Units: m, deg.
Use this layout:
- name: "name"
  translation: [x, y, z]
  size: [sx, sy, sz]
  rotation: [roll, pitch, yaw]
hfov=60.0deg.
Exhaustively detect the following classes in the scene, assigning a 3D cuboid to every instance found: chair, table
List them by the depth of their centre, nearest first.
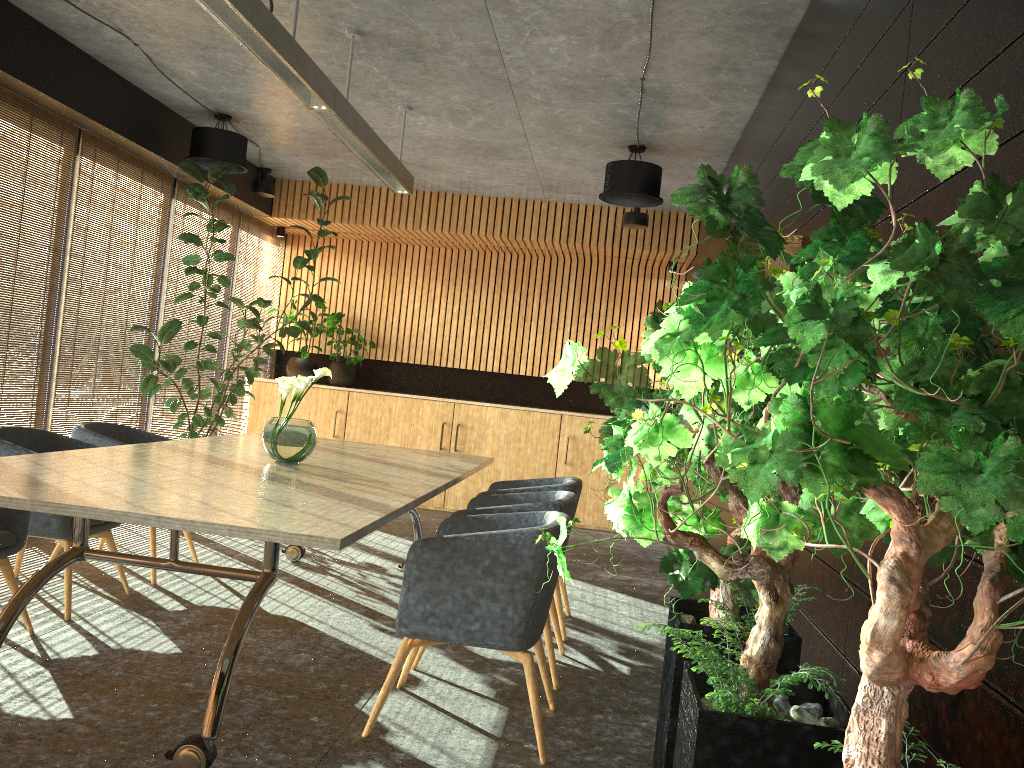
- name: "chair"
  translation: [-0.152, 1.003, 3.863]
  size: [0.761, 0.944, 0.706]
  rotation: [6, 0, 6]
- name: "chair"
  translation: [-2.724, 0.730, 4.139]
  size: [0.761, 0.944, 0.706]
  rotation: [6, 0, 6]
- name: "chair"
  translation: [-0.058, 1.018, 4.757]
  size: [0.761, 0.944, 0.706]
  rotation: [6, 0, 6]
- name: "table"
  translation: [-1.287, 0.895, 4.889]
  size: [1.816, 0.927, 3.932]
  rotation: [6, 0, 6]
- name: "chair"
  translation: [-2.629, 0.745, 5.034]
  size: [0.761, 0.944, 0.706]
  rotation: [6, 0, 6]
- name: "chair"
  translation: [0.037, 1.032, 5.652]
  size: [0.761, 0.944, 0.706]
  rotation: [6, 0, 6]
- name: "chair"
  translation: [-2.535, 0.759, 5.928]
  size: [0.761, 0.944, 0.706]
  rotation: [6, 0, 6]

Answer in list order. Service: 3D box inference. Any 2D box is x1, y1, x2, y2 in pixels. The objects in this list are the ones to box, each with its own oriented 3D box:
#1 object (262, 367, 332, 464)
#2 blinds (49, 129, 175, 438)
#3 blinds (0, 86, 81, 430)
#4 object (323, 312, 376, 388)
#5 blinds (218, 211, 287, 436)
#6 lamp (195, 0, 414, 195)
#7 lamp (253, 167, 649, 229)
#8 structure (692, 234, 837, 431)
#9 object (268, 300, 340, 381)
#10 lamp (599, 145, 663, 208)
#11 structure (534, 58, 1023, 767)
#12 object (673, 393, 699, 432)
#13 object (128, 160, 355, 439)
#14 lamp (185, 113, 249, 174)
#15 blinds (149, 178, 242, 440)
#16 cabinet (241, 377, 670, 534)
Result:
- name: "object"
  translation: [-1.211, 0.163, 4.915]
  size: [0.295, 0.546, 0.322]
  rotation: [6, 0, 16]
- name: "blinds"
  translation: [-3.321, -0.407, 7.375]
  size: [0.039, 3.038, 1.422]
  rotation: [6, 0, 6]
- name: "blinds"
  translation: [-3.475, -0.431, 5.915]
  size: [0.039, 3.038, 1.422]
  rotation: [6, 0, 6]
- name: "object"
  translation: [-2.019, -0.407, 10.514]
  size: [0.679, 0.880, 0.512]
  rotation: [6, 0, 10]
- name: "blinds"
  translation: [-3.009, -0.359, 10.320]
  size: [0.039, 3.038, 1.422]
  rotation: [6, 0, 6]
- name: "lamp"
  translation: [-1.026, -1.821, 4.919]
  size: [0.151, 0.618, 4.009]
  rotation: [6, 0, 6]
- name: "lamp"
  translation: [-0.680, -1.937, 9.151]
  size: [4.179, 0.294, 0.257]
  rotation: [6, 0, 6]
- name: "structure"
  translation: [1.144, -0.098, 4.317]
  size: [0.242, 1.130, 2.172]
  rotation: [6, 0, 6]
- name: "object"
  translation: [-2.516, -0.547, 10.584]
  size: [0.640, 1.054, 0.666]
  rotation: [6, 0, -42]
- name: "lamp"
  translation: [0.974, -1.683, 7.106]
  size: [0.513, 0.497, 0.513]
  rotation: [6, 0, 35]
- name: "structure"
  translation: [0.522, 0.541, 1.894]
  size: [0.952, 1.987, 2.081]
  rotation: [6, 0, 8]
- name: "object"
  translation: [1.014, 0.062, 4.650]
  size: [0.401, 0.633, 0.445]
  rotation: [6, 0, -13]
- name: "object"
  translation: [-2.774, -0.423, 8.280]
  size: [1.958, 3.266, 1.875]
  rotation: [6, 0, 45]
- name: "lamp"
  translation: [-2.464, -2.048, 7.475]
  size: [0.513, 0.497, 0.513]
  rotation: [6, 0, -23]
- name: "blinds"
  translation: [-3.164, -0.383, 8.860]
  size: [0.039, 3.038, 1.422]
  rotation: [6, 0, 6]
- name: "cabinet"
  translation: [-0.677, 0.817, 10.454]
  size: [4.954, 1.272, 1.006]
  rotation: [6, 0, 6]
